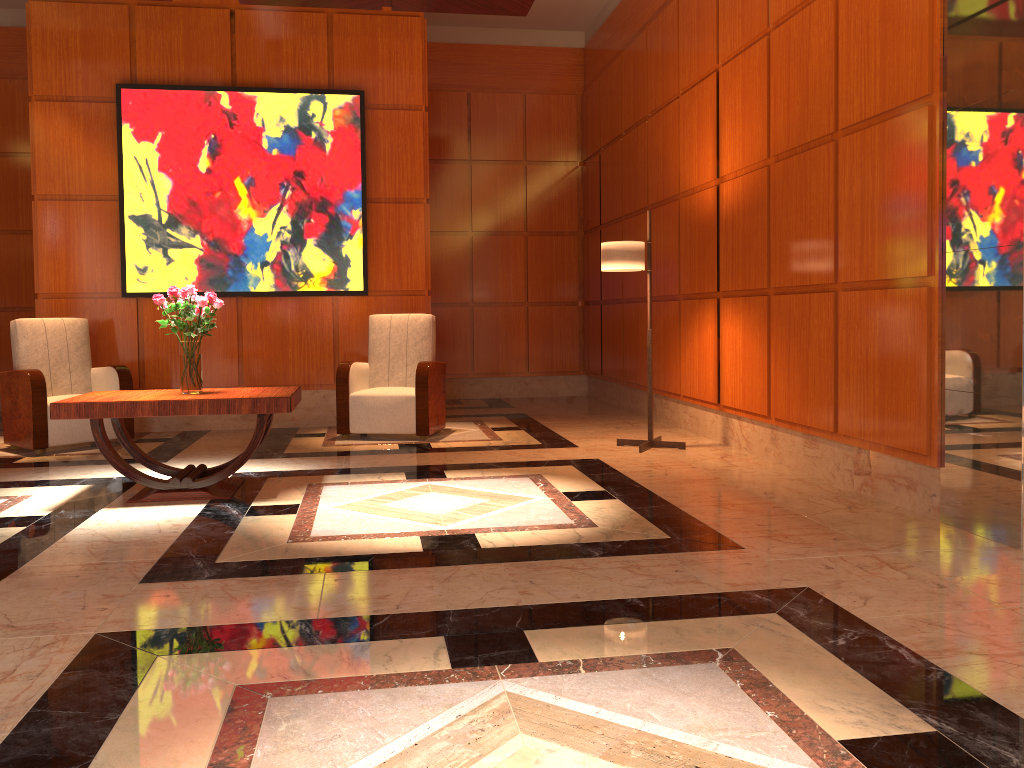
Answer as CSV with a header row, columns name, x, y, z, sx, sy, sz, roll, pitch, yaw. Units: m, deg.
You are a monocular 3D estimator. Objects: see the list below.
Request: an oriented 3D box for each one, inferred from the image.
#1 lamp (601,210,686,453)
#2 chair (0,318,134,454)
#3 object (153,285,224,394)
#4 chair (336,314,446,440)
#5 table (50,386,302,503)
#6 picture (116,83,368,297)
name,x,y,z,sx,sy,sz,roll,pitch,yaw
lamp,0.886,-0.375,6.170,0.527,1.658,0.360,-2,2,-19
chair,-3.344,-0.019,6.643,0.629,0.959,0.739,2,4,40
object,-1.769,-0.247,4.861,0.350,0.595,0.327,0,3,11
chair,-0.942,-0.078,7.035,0.738,0.959,0.630,0,3,10
table,-1.772,0.320,4.850,1.167,0.533,0.726,-1,4,-9
picture,-2.231,-1.604,7.420,1.996,1.734,0.056,-1,2,-9
